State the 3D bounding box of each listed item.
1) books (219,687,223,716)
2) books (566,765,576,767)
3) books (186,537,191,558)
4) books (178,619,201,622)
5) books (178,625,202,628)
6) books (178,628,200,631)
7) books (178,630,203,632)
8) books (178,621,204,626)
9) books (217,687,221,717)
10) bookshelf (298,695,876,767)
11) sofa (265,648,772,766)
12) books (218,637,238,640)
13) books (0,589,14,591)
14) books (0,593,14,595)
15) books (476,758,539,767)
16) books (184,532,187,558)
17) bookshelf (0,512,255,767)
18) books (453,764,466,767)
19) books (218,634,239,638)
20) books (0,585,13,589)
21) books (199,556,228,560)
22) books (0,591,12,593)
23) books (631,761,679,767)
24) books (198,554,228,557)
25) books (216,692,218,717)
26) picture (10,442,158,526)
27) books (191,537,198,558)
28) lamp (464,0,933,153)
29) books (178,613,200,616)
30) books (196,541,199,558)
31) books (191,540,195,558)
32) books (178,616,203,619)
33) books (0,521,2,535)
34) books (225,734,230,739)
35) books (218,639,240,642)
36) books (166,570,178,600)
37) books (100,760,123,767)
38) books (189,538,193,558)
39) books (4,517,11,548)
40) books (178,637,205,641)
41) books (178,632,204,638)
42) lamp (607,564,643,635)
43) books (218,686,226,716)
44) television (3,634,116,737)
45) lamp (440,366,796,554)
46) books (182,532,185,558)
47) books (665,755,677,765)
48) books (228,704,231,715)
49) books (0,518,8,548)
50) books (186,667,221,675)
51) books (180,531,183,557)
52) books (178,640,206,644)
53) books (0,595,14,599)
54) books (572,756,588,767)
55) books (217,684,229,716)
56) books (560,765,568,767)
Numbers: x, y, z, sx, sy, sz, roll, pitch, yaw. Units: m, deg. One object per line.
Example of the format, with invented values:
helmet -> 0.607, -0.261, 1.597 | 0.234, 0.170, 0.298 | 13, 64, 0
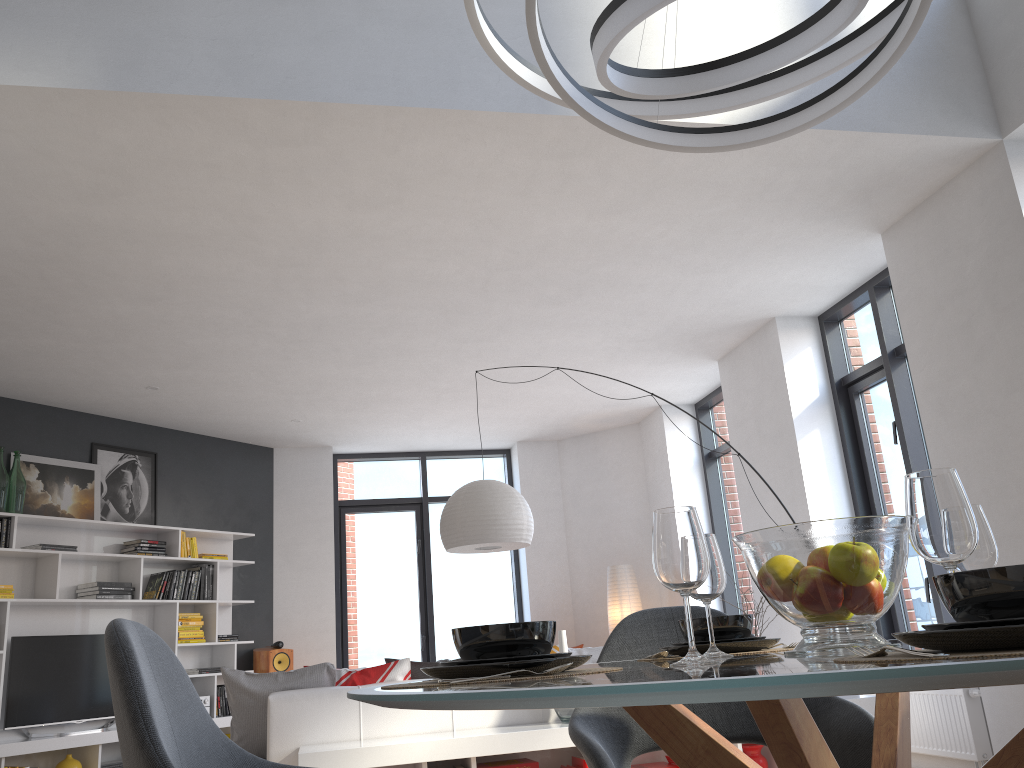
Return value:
books -> -2.538, 2.715, 7.569 | 0.170, 0.236, 0.049 | -15, -20, 31
books -> 0.239, 1.775, 3.800 | 0.115, 0.245, 0.192 | -1, -17, -12
books -> -2.821, 1.416, 7.621 | 0.132, 0.180, 0.054 | -15, -20, 31
books -> -2.791, 2.020, 7.558 | 0.227, 0.022, 0.160 | 10, -22, -40
books -> -2.790, 2.070, 7.539 | 0.171, 0.019, 0.239 | -15, -20, 31
books -> -2.780, 2.083, 7.515 | 0.145, 0.023, 0.217 | -17, -21, 34
books -> -2.790, 2.106, 7.527 | 0.189, 0.014, 0.251 | -16, -20, 33
books -> -2.784, 2.047, 7.554 | 0.176, 0.033, 0.239 | -16, -20, 33
books -> -2.557, 2.711, 7.553 | 0.189, 0.240, 0.053 | -15, -20, 31
bookshelf -> 0.407, 1.736, 3.876 | 2.600, 0.500, 0.356 | -1, -17, -12
sofa -> -0.152, 2.075, 5.239 | 3.424, 0.732, 2.614 | -1, -17, -12
books -> -2.527, 2.234, 7.772 | 0.142, 0.015, 0.198 | -14, -19, 29
books -> -3.664, 1.466, 6.294 | 0.134, 0.014, 0.187 | -15, -20, 31
books -> -3.666, 1.495, 6.287 | 0.148, 0.011, 0.196 | -15, -20, 31
books -> -0.036, 1.647, 3.810 | 0.259, 0.034, 0.206 | 0, -18, -15
books -> -2.858, 1.393, 7.613 | 0.164, 0.224, 0.054 | -15, -20, 30
bookshelf -> -3.181, 2.072, 6.704 | 0.455, 2.052, 3.000 | -15, -20, 31
books -> -0.203, 1.766, 3.730 | 0.049, 0.291, 0.214 | -1, -17, -12
books -> -2.539, 2.219, 7.787 | 0.161, 0.023, 0.213 | -16, -21, 34
books -> -3.678, 1.449, 6.303 | 0.138, 0.026, 0.186 | -15, -20, 30
books -> -2.684, 1.557, 7.857 | 0.194, 0.028, 0.257 | -17, -21, 35
books -> -3.653, 1.476, 6.277 | 0.113, 0.018, 0.169 | -15, -20, 32
books -> 0.577, 1.727, 3.955 | 0.301, 0.032, 0.227 | -1, -17, -12
books -> -2.695, 1.534, 7.866 | 0.203, 0.024, 0.257 | -16, -20, 33
books -> -2.579, 2.690, 7.533 | 0.202, 0.268, 0.053 | -15, -20, 30
picture -> -3.446, 0.811, 7.226 | 0.076, 0.707, 1.279 | -15, -20, 31
books -> -2.784, 1.426, 7.670 | 0.141, 0.184, 0.064 | -15, -20, 31
lamp -> 0.247, -2.754, 2.329 | 1.000, 4.513, 1.000 | -1, -17, -11
books -> -2.812, 1.979, 7.580 | 0.163, 0.023, 0.223 | -17, -21, 34
books -> -2.778, 1.432, 7.693 | 0.142, 0.184, 0.044 | -15, -20, 31
books -> -2.784, 1.429, 7.640 | 0.108, 0.161, 0.046 | -14, -20, 29
books -> -2.786, 1.998, 7.570 | 0.163, 0.023, 0.223 | -17, -21, 34
books -> -3.721, 1.093, 6.366 | 0.147, 0.200, 0.021 | -15, -20, 31
books -> -2.420, 3.097, 7.472 | 0.204, 0.270, 0.029 | -15, -20, 31
books -> -2.523, 2.252, 7.766 | 0.161, 0.023, 0.213 | -16, -21, 34
books -> -2.901, 1.699, 7.449 | 0.192, 0.254, 0.075 | -15, -20, 30
books -> -3.036, 2.867, 6.649 | 0.250, 0.047, 0.310 | -13, -19, 26
books -> -2.804, 1.419, 7.633 | 0.128, 0.178, 0.044 | -15, -20, 30
books -> -3.686, 1.089, 6.413 | 0.174, 0.230, 0.019 | -15, -20, 31
books -> -2.769, 2.161, 7.501 | 0.203, 0.024, 0.257 | -16, -20, 33
books -> -2.775, 2.130, 7.514 | 0.189, 0.042, 0.243 | -15, -20, 31
lamp -> 1.234, 2.430, 8.163 | 0.804, 1.550, 0.502 | -17, -21, 36
books -> -2.520, 2.714, 7.584 | 0.169, 0.242, 0.050 | -15, -20, 30
television -> -3.263, 2.260, 6.703 | 0.207, 0.704, 1.102 | -15, -20, 31
lamp -> 1.063, 0.943, 5.137 | 3.199, 2.647, 0.710 | -12, -18, 22
books -> -2.868, 1.385, 7.584 | 0.163, 0.224, 0.041 | -14, -19, 29
books -> 0.790, 1.772, 3.935 | 0.134, 0.248, 0.192 | -1, -17, -13
books -> -2.491, 2.727, 7.633 | 0.177, 0.242, 0.066 | -15, -20, 30
books -> -3.707, 1.091, 6.392 | 0.169, 0.218, 0.038 | -15, -20, 31
books -> -2.648, 2.451, 7.564 | 0.250, 0.047, 0.310 | -13, -19, 26
books -> -2.865, 1.374, 7.557 | 0.161, 0.229, 0.041 | -14, -20, 29
books -> -2.759, 2.184, 7.492 | 0.194, 0.028, 0.257 | -17, -21, 35
books -> -3.661, 1.515, 6.278 | 0.147, 0.033, 0.190 | -15, -20, 31
books -> 0.299, 1.760, 3.818 | 0.046, 0.282, 0.199 | -1, -17, -12
books -> -2.514, 2.717, 7.614 | 0.193, 0.255, 0.066 | -15, -20, 30
books -> 0.197, 1.778, 3.797 | 0.144, 0.247, 0.188 | -1, -17, -12
